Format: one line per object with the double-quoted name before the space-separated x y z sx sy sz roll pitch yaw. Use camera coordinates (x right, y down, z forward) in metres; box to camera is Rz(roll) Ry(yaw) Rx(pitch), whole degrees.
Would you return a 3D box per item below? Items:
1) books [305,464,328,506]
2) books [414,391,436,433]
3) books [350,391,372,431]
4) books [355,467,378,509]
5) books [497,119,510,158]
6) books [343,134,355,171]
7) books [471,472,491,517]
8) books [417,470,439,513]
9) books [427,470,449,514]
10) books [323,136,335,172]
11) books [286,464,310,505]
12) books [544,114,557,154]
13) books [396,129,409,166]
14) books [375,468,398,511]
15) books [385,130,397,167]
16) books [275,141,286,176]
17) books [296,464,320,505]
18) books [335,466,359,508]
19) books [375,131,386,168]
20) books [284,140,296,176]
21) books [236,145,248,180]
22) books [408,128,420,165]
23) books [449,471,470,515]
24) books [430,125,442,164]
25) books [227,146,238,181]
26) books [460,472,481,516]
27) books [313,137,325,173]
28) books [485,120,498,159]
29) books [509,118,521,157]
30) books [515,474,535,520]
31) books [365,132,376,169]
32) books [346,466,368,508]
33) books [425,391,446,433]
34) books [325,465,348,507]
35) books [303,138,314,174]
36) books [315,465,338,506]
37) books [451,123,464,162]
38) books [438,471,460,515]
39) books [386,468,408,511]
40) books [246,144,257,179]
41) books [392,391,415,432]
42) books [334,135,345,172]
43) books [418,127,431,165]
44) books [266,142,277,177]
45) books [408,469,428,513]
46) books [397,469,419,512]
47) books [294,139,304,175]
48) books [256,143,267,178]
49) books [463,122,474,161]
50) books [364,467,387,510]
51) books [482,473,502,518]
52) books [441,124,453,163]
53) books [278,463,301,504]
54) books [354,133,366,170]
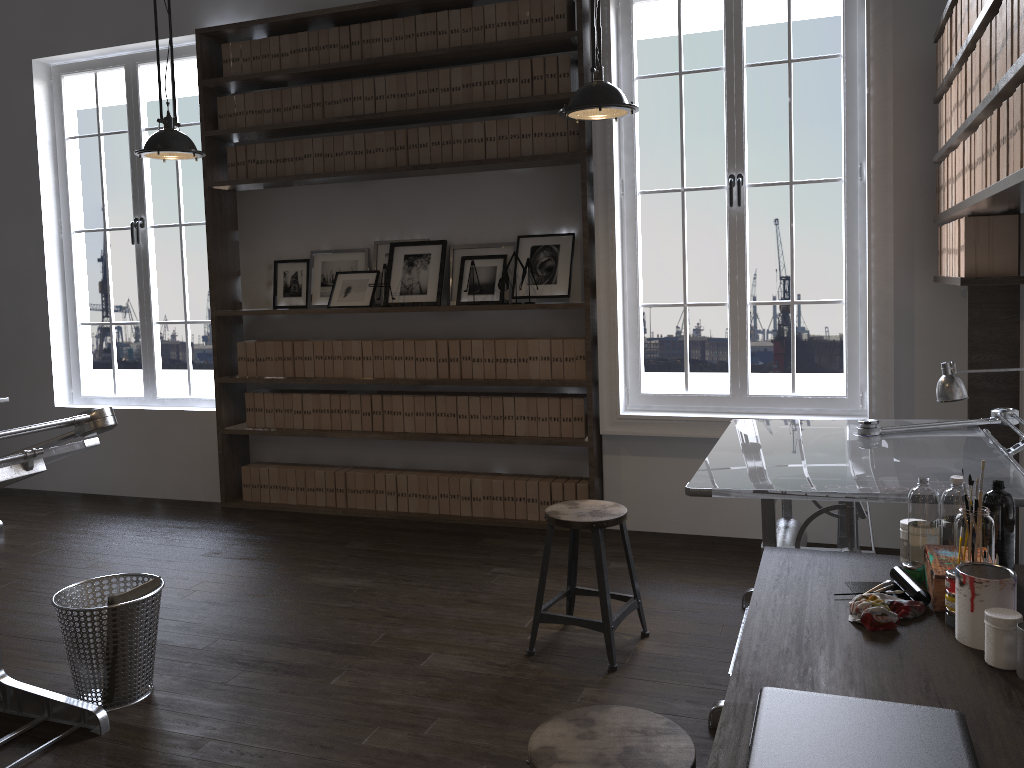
"books" -1.226 0.638 5.601 0.067 0.225 0.175 0 5 20
"books" -0.515 0.167 5.304 0.067 0.225 0.175 0 5 20
"books" -0.918 0.163 5.447 0.067 0.225 0.175 0 5 20
"books" -0.892 0.642 5.476 0.067 0.225 0.175 0 5 20
"books" -0.022 -1.368 5.001 0.067 0.225 0.175 0 5 20
"books" -0.938 -1.378 5.336 0.067 0.225 0.175 0 5 20
"books" -0.173 0.650 5.211 0.067 0.225 0.175 0 5 20
"books" -0.500 0.646 5.333 0.067 0.225 0.175 0 5 20
"books" -0.439 0.647 5.305 0.067 0.225 0.175 0 5 20
"books" -1.068 -1.379 5.386 0.067 0.225 0.175 0 5 20
"books" -1.358 0.637 5.644 0.067 0.225 0.175 0 5 20
"books" 0.237 -1.364 4.899 0.067 0.225 0.175 0 5 20
"books" -0.612 -1.374 5.214 0.067 0.225 0.175 0 5 20
"books" -0.766 0.644 5.426 0.067 0.225 0.175 0 5 20
"books" -0.680 -1.375 5.244 0.067 0.225 0.175 0 5 20
"books" -1.387 -1.383 5.504 0.067 0.225 0.175 0 5 20
"books" -1.292 0.637 5.626 0.067 0.225 0.175 0 5 20
"books" -1.024 0.641 5.522 0.067 0.225 0.175 0 5 20
"books" -0.742 -1.376 5.265 0.067 0.225 0.175 0 5 20
"books" -1.326 -1.382 5.475 0.067 0.225 0.175 0 5 20
"books" -1.659 -1.385 5.599 0.067 0.225 0.175 0 5 20
"books" -0.540 -1.374 5.193 0.067 0.225 0.175 0 5 20
"books" -0.306 0.648 5.262 0.067 0.225 0.175 0 5 20
"books" -0.407 -1.372 5.143 0.067 0.225 0.175 0 5 20
"books" -1.726 -1.387 5.629 0.067 0.225 0.175 0 5 20
"books" -0.241 0.649 5.234 0.067 0.225 0.175 0 5 20
"books" -1.135 -1.380 5.406 0.067 0.225 0.175 0 5 20
"books" -0.089 -1.368 5.021 0.067 0.225 0.175 0 5 20
"books" 0.044 -1.368 4.978 0.067 0.225 0.175 0 5 20
"books" 0.080 0.652 5.121 0.067 0.225 0.175 0 5 20
"books" -0.803 -1.376 5.282 0.067 0.225 0.175 0 5 20
"books" -0.953 0.641 5.501 0.067 0.225 0.175 0 5 20
"books" -0.450 0.168 5.278 0.067 0.225 0.175 0 5 20
"books" -1.093 0.639 5.553 0.067 0.225 0.175 0 5 20
"books" -1.203 -1.381 5.433 0.067 0.225 0.175 0 5 20
"books" -1.161 0.639 5.573 0.067 0.225 0.175 0 5 20
"books" -0.279 -1.370 5.090 0.067 0.225 0.175 0 5 20
"books" -0.371 0.647 5.288 0.067 0.225 0.175 0 5 20
"books" -0.697 0.644 5.404 0.067 0.225 0.175 0 5 20
"books" -1.586 -1.385 5.578 0.067 0.225 0.175 0 5 20
"books" -0.651 0.166 5.346 0.067 0.225 0.175 0 5 20
"books" -1.002 -1.379 5.363 0.067 0.225 0.175 0 5 20
"books" -0.475 -1.373 5.164 0.067 0.225 0.175 0 5 20
"books" -1.453 -1.384 5.528 0.067 0.225 0.175 0 5 20
"books" -0.559 0.646 5.353 0.067 0.225 0.175 0 5 20
"books" -0.628 0.645 5.376 0.067 0.225 0.175 0 5 20
"books" -1.261 -1.382 5.456 0.067 0.225 0.175 0 5 20
"books" -1.521 -1.384 5.549 0.067 0.225 0.175 0 5 20
"books" -0.215 -1.370 5.071 0.067 0.225 0.175 0 5 20
"books" -0.834 0.643 5.451 0.067 0.225 0.175 0 5 20
"books" -0.113 0.650 5.191 0.067 0.225 0.175 0 5 20
"books" -0.341 -1.372 5.119 0.067 0.225 0.175 0 5 20
"books" -1.419 0.636 5.671 0.067 0.225 0.175 0 5 20
"books" -0.871 -1.377 5.307 0.067 0.225 0.175 0 5 20
